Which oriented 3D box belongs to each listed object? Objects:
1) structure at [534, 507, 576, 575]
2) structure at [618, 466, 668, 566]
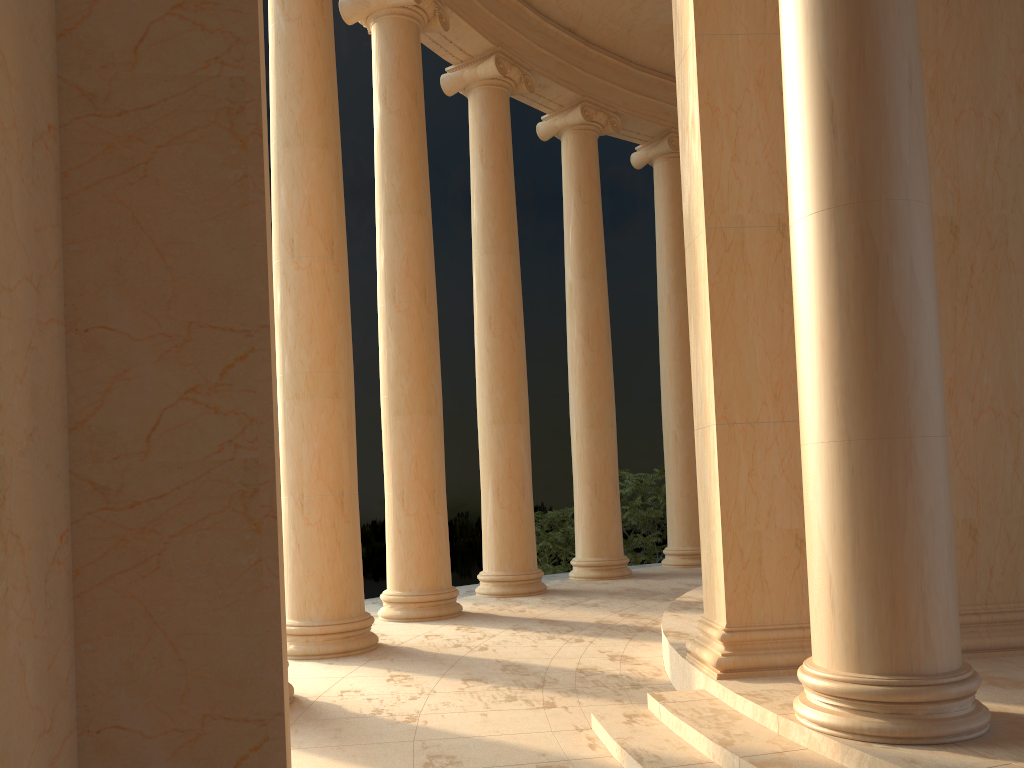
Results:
[{"bbox_3d":[62.439,307.231,1520.030,149.315,187.727,156.182,-3,-4,8],"label":"structure"},{"bbox_3d":[250.902,295.922,1605.375,247.119,298.538,238.603,-3,-4,-2],"label":"structure"}]
